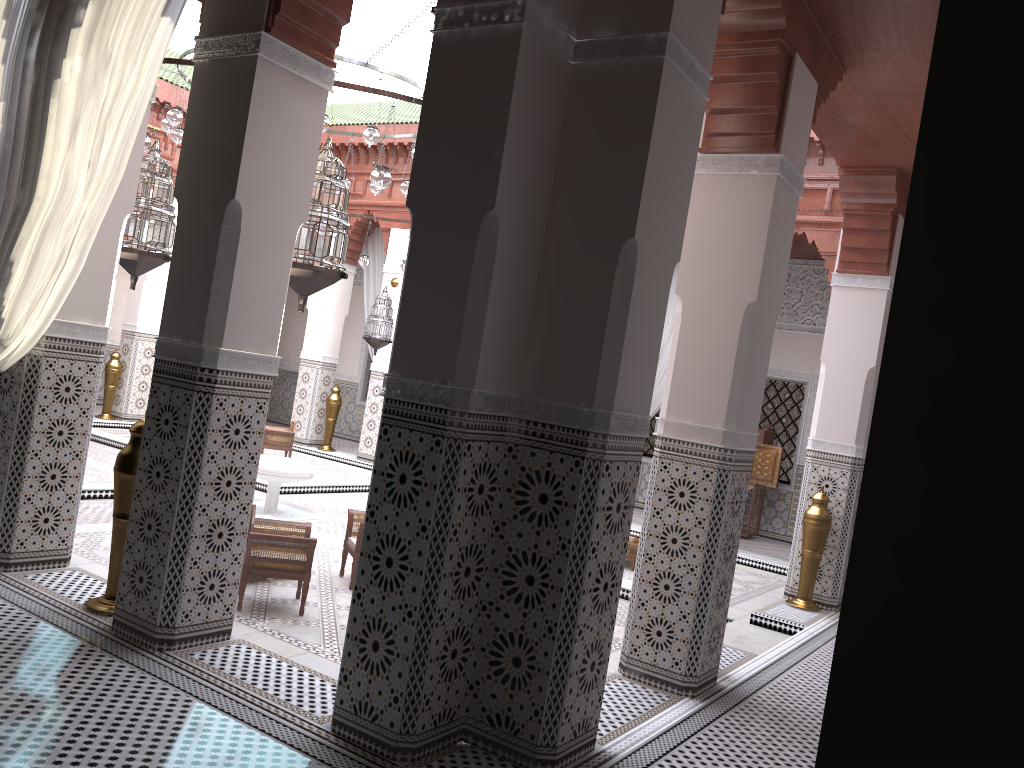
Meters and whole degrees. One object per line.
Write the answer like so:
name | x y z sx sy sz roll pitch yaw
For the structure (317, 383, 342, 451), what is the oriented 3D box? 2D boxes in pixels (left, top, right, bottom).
structure | -1.437 0.255 7.072 0.156 0.539 0.156 9 0 4

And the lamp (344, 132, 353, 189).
lamp | -0.991 -1.341 5.383 0.091 0.371 0.090 9 0 -33

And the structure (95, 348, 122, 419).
structure | -3.057 -0.009 6.764 0.156 0.539 0.156 9 0 -7

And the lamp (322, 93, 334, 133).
lamp | -0.850 -1.315 4.018 0.091 0.371 0.090 9 0 7

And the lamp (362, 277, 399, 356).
lamp | -0.977 -0.517 6.638 0.216 0.618 0.217 9 0 33

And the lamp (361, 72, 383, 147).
lamp | -0.635 -1.280 4.097 0.091 0.371 0.090 9 0 -13

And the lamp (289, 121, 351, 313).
lamp | -0.547 -0.473 2.472 0.216 0.552 0.221 9 0 33

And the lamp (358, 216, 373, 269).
lamp | -0.998 -0.981 6.149 0.091 0.371 0.090 9 0 -23

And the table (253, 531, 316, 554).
table | -0.909 0.615 3.172 0.229 0.142 0.330 9 0 33

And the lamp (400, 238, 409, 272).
lamp | -0.700 -0.932 6.065 0.091 0.371 0.090 9 0 -13

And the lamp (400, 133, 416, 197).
lamp | -0.585 -1.275 5.174 0.091 0.371 0.090 9 0 2

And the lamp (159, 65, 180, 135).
lamp | -1.747 -1.463 4.561 0.090 0.371 0.091 9 0 -3

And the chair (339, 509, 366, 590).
chair | -0.500 0.594 3.306 0.208 0.313 0.263 9 0 -22

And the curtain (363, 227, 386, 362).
curtain | -0.814 -0.343 6.970 1.304 1.761 0.048 9 0 32

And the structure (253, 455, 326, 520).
structure | -1.285 0.560 4.758 0.528 0.310 0.501 9 0 33

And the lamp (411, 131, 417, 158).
lamp | -0.420 -1.245 4.295 0.090 0.371 0.091 9 0 -18

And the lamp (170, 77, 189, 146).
lamp | -1.783 -1.469 4.788 0.090 0.371 0.091 9 0 17

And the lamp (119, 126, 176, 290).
lamp | -1.197 -0.580 2.893 0.216 0.552 0.221 9 0 33

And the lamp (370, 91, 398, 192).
lamp | -0.467 -0.887 3.245 0.090 0.371 0.091 9 0 -43

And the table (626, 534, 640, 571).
table | 0.604 0.858 4.566 0.229 0.142 0.330 9 0 33

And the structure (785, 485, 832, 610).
structure | 1.332 0.714 3.923 0.156 0.539 0.156 9 0 -7

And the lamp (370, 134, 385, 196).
lamp | -0.786 -1.308 5.312 0.091 0.371 0.090 9 0 -18

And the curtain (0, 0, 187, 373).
curtain | -1.444 -0.436 2.542 1.304 1.761 0.137 9 0 32

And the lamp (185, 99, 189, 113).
lamp | -1.486 -1.419 4.192 0.090 0.371 0.091 9 0 -33

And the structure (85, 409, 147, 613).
structure | -1.026 0.333 2.396 0.156 0.539 0.156 9 0 -41

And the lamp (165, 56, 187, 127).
lamp | -1.642 -1.445 4.357 0.090 0.371 0.091 9 0 -23

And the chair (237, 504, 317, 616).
chair | -0.752 0.554 2.843 0.208 0.313 0.263 9 0 -17

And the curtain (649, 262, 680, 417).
curtain | 0.722 -0.090 5.953 1.304 1.761 0.048 9 0 33

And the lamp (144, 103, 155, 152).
lamp | -1.373 -1.035 3.301 0.090 0.371 0.091 9 0 -43

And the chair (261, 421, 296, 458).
chair | -1.638 0.401 6.158 0.208 0.313 0.263 9 0 -22
